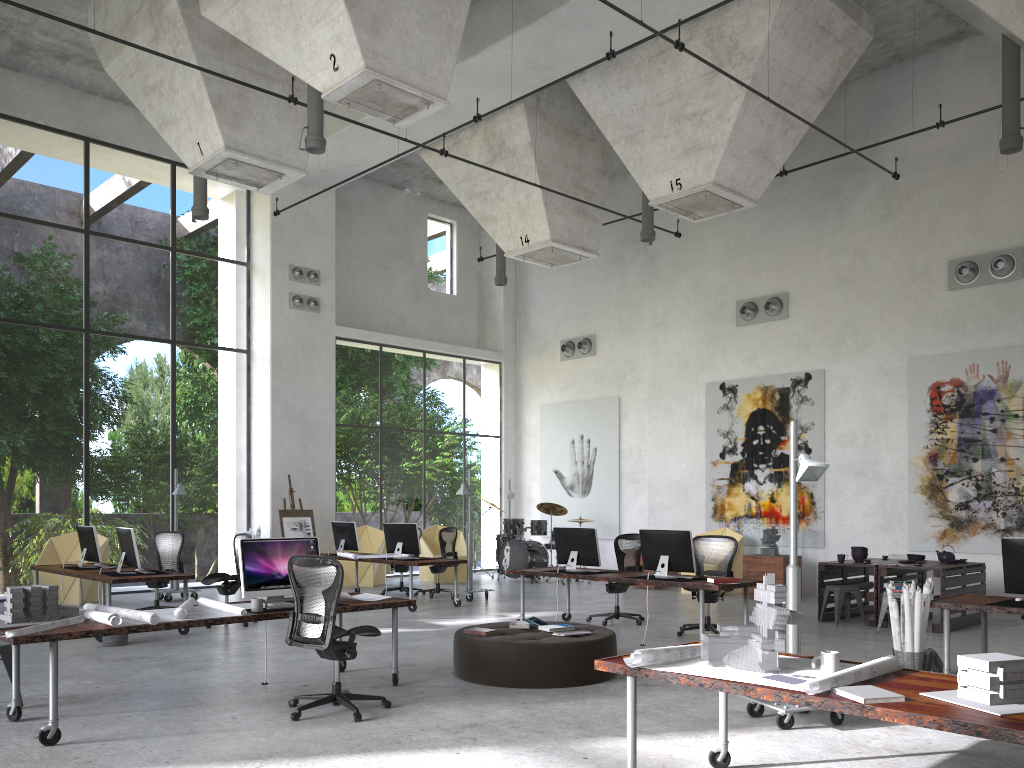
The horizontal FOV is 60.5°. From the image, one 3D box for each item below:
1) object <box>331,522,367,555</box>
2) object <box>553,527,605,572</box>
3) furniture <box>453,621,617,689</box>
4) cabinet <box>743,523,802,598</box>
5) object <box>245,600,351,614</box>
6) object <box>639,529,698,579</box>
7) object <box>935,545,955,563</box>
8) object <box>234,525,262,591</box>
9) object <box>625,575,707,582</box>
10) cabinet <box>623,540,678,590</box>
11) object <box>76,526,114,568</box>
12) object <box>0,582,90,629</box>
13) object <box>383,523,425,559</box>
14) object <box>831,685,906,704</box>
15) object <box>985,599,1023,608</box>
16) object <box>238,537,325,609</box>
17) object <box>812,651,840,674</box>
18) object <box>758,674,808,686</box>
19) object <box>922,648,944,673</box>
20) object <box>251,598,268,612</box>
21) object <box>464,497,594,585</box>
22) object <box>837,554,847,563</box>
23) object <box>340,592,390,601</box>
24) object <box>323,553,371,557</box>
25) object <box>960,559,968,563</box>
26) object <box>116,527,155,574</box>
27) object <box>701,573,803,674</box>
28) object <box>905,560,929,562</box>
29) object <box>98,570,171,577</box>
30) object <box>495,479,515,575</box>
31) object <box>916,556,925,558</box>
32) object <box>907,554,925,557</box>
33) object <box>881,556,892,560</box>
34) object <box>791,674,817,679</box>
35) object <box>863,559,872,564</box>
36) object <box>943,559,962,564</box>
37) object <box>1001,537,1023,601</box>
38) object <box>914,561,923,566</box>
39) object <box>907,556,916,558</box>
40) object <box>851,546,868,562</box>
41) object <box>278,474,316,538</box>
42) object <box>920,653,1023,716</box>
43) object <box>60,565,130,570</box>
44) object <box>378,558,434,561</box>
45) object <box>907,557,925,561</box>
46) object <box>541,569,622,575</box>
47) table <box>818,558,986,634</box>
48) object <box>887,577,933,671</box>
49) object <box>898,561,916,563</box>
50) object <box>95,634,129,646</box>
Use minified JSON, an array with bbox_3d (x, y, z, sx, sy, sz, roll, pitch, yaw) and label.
[{"bbox_3d":[-2.723,2.583,14.706,0.378,0.551,0.717,2,-5,-42],"label":"object"},{"bbox_3d":[0.859,2.062,10.957,0.378,0.551,0.717,2,-5,-42],"label":"object"},{"bbox_3d":[0.213,2.481,8.131,1.513,0.427,1.515,7,-10,-41],"label":"furniture"},{"bbox_3d":[4.298,2.928,14.515,0.595,1.253,0.745,1,-2,-44],"label":"cabinet"},{"bbox_3d":[-1.853,1.823,7.203,0.852,0.008,0.691,7,-11,-42],"label":"object"},{"bbox_3d":[1.805,1.924,9.967,0.378,0.551,0.717,2,-5,-42],"label":"object"},{"bbox_3d":[5.779,2.262,11.688,0.219,0.232,0.212,-4,-5,44],"label":"object"},{"bbox_3d":[-4.824,3.195,16.085,0.441,1.207,0.413,0,-1,24],"label":"object"},{"bbox_3d":[1.808,2.208,9.968,0.690,0.008,0.852,7,-11,-42],"label":"object"},{"bbox_3d":[2.599,3.323,16.499,0.745,1.011,0.737,3,-4,-44],"label":"cabinet"},{"bbox_3d":[-5.559,2.166,11.708,0.378,0.551,0.717,2,-5,-42],"label":"object"},{"bbox_3d":[-3.378,1.539,6.229,0.435,0.304,0.740,-4,-8,36],"label":"object"},{"bbox_3d":[-1.649,2.427,13.583,0.716,0.551,0.378,-4,-4,38],"label":"object"},{"bbox_3d":[1.525,1.331,3.768,0.200,0.023,0.237,2,-8,-13],"label":"object"},{"bbox_3d":[4.449,1.823,7.204,0.690,0.008,0.852,7,-11,-42],"label":"object"},{"bbox_3d":[-1.854,1.540,7.207,0.717,0.551,0.378,4,-5,-42],"label":"object"},{"bbox_3d":[1.547,1.366,4.312,0.123,0.100,0.088,1,-4,-15],"label":"object"},{"bbox_3d":[1.274,1.382,4.100,0.134,0.008,0.204,5,-9,-31],"label":"object"},{"bbox_3d":[3.611,2.466,7.767,0.397,0.298,0.297,0,-4,0],"label":"object"},{"bbox_3d":[-1.961,1.716,6.823,0.123,0.100,0.088,1,-4,-15],"label":"object"},{"bbox_3d":[0.423,3.233,18.440,2.976,1.739,1.890,-4,-5,31],"label":"object"},{"bbox_3d":[4.371,2.309,11.621,0.130,0.109,0.101,-4,-5,38],"label":"object"},{"bbox_3d":[-1.356,1.833,7.649,0.471,0.085,0.437,6,-10,-40],"label":"object"},{"bbox_3d":[-2.720,2.867,14.707,0.690,0.008,0.852,7,-11,-42],"label":"object"},{"bbox_3d":[5.927,2.323,11.532,0.116,0.056,0.139,-1,-7,7],"label":"object"},{"bbox_3d":[-4.597,2.026,10.698,0.378,0.551,0.718,2,-5,-37],"label":"object"},{"bbox_3d":[1.202,1.208,4.429,0.361,0.519,0.496,0,-4,-8],"label":"object"},{"bbox_3d":[5.409,2.369,11.748,0.296,0.024,0.297,-3,-9,24],"label":"object"},{"bbox_3d":[-4.594,2.309,10.699,0.689,0.008,0.853,6,-10,-37],"label":"object"},{"bbox_3d":[-0.060,3.234,19.900,0.579,2.149,0.597,0,-1,-9],"label":"object"},{"bbox_3d":[5.409,2.320,11.749,0.230,0.062,0.229,-7,-10,41],"label":"object"},{"bbox_3d":[5.403,2.308,11.751,0.230,0.058,0.230,7,-10,-43],"label":"object"},{"bbox_3d":[5.232,2.429,12.296,0.138,0.056,0.117,4,-7,-28],"label":"object"},{"bbox_3d":[1.393,1.393,4.179,0.126,0.010,0.011,-5,-6,32],"label":"object"},{"bbox_3d":[4.648,2.315,11.472,0.116,0.056,0.138,-4,-8,32],"label":"object"},{"bbox_3d":[5.729,2.310,11.424,0.229,0.047,0.231,-3,-8,24],"label":"object"},{"bbox_3d":[4.446,1.540,7.203,0.378,0.551,0.717,2,-5,-42],"label":"object"},{"bbox_3d":[5.105,2.255,11.039,0.138,0.056,0.117,-3,-7,22],"label":"object"},{"bbox_3d":[5.408,2.332,11.745,0.229,0.062,0.230,-7,-10,41],"label":"object"},{"bbox_3d":[4.668,2.284,11.796,0.214,0.213,0.194,4,-5,-43],"label":"object"},{"bbox_3d":[-3.988,2.728,16.183,0.694,2.140,0.685,1,-1,-43],"label":"object"},{"bbox_3d":[2.018,1.236,3.675,0.389,0.181,0.419,2,-7,-18],"label":"object"},{"bbox_3d":[-5.556,2.450,11.709,0.690,0.008,0.852,7,-11,-42],"label":"object"},{"bbox_3d":[-1.646,2.710,13.584,0.851,0.008,0.691,-6,-10,37],"label":"object"},{"bbox_3d":[5.406,2.348,11.747,0.229,0.047,0.231,-1,-8,6],"label":"object"},{"bbox_3d":[0.862,2.345,10.958,0.690,0.008,0.852,7,-11,-42],"label":"object"},{"bbox_3d":[5.175,2.765,11.671,1.511,0.793,1.608,6,-9,-43],"label":"table"},{"bbox_3d":[3.436,2.128,7.568,0.320,0.936,0.342,0,-1,-26],"label":"object"},{"bbox_3d":[5.199,2.344,11.569,0.235,0.019,0.235,-7,-10,41],"label":"object"},{"bbox_3d":[-4.432,2.743,9.756,0.398,0.297,0.296,-4,-6,40],"label":"object"}]
